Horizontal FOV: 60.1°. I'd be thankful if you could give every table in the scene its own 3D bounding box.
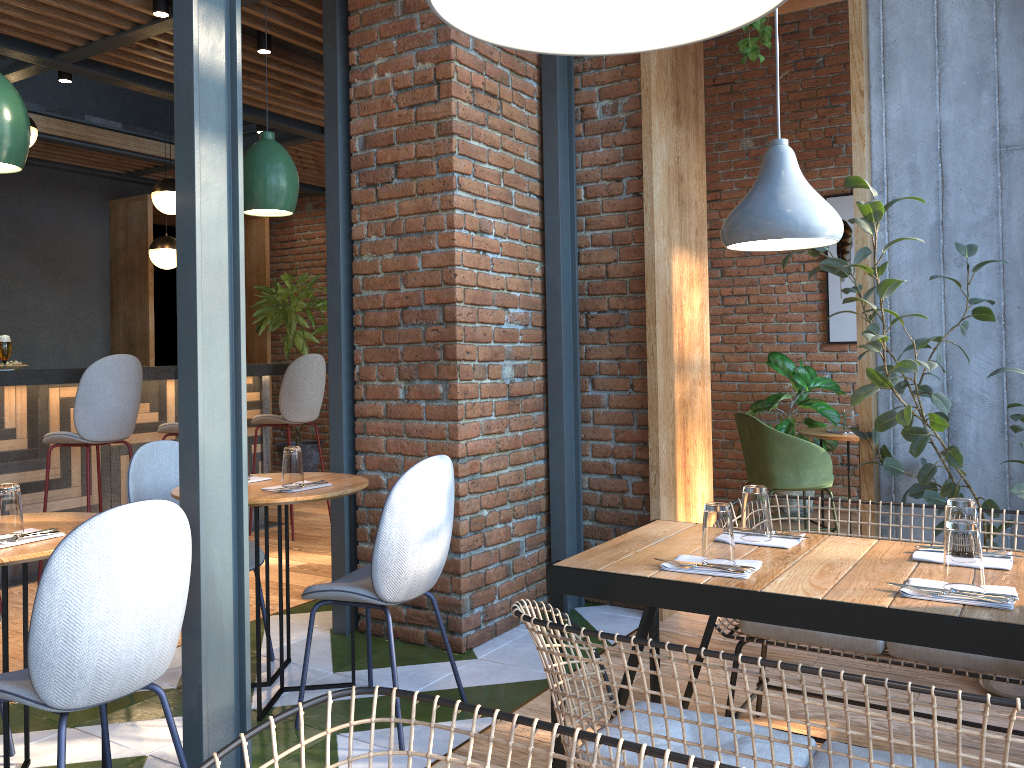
[{"bbox_3d":[-0.875,0.745,3.258,0.699,0.747,0.699,-1,0,-11],"label":"table"},{"bbox_3d":[2.215,0.641,5.516,0.807,0.687,0.807,-1,1,16],"label":"table"},{"bbox_3d":[-1.416,0.784,2.401,0.699,0.747,0.699,-1,0,-16],"label":"table"},{"bbox_3d":[0.801,0.774,2.052,1.271,0.706,0.658,0,1,32],"label":"table"}]

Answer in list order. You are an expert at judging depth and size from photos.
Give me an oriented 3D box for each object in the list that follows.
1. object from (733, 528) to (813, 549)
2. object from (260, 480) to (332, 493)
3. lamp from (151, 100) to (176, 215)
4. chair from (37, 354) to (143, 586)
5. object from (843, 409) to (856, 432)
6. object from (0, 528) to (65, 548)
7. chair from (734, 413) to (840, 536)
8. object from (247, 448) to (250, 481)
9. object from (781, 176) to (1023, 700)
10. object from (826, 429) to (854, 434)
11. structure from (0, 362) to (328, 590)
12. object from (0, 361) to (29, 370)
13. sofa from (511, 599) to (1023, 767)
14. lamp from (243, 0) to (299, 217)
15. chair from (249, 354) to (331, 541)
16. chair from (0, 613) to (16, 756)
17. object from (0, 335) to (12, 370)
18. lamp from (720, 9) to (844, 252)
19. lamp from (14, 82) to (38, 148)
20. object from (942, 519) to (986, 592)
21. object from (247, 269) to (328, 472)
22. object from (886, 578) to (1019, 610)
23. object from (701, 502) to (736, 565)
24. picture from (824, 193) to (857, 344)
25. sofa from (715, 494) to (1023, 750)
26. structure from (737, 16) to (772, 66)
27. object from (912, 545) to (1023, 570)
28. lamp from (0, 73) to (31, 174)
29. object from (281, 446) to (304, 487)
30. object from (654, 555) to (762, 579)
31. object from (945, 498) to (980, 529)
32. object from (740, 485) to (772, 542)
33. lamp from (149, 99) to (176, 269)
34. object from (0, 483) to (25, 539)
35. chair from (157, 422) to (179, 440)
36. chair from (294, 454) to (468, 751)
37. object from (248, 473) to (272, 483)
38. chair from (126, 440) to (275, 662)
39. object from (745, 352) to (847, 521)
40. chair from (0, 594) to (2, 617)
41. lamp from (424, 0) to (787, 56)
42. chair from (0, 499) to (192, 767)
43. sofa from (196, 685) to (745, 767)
[{"bbox_3d":[0.666,0.404,2.346,0.242,0.019,0.157,0,2,36],"label":"object"},{"bbox_3d":[-0.778,0.363,3.168,0.157,0.019,0.243,0,2,36],"label":"object"},{"bbox_3d":[-2.568,-3.155,6.608,0.268,3.797,0.268,-2,-1,42],"label":"lamp"},{"bbox_3d":[-2.297,0.460,4.864,0.507,1.244,0.418,-1,-1,28],"label":"chair"},{"bbox_3d":[2.088,0.225,5.481,0.080,0.138,0.080,-1,0,-37],"label":"object"},{"bbox_3d":[-1.319,0.402,2.319,0.157,0.019,0.243,0,2,29],"label":"object"},{"bbox_3d":[1.678,0.587,5.474,0.515,0.819,0.638,-1,0,-4],"label":"chair"},{"bbox_3d":[-1.032,0.296,3.350,0.080,0.138,0.080,-1,0,-21],"label":"object"},{"bbox_3d":[1.580,0.185,3.119,1.063,1.774,1.017,-1,0,1],"label":"object"},{"bbox_3d":[2.063,0.291,5.496,0.157,0.019,0.243,-1,2,-10],"label":"object"},{"bbox_3d":[-3.762,0.409,5.281,2.915,1.397,4.922,0,2,32],"label":"structure"},{"bbox_3d":[-2.754,-0.098,4.709,0.164,0.052,0.292,0,2,41],"label":"object"},{"bbox_3d":[0.503,0.782,1.581,1.091,0.733,0.470,0,0,32],"label":"sofa"},{"bbox_3d":[-0.921,-1.643,3.294,0.223,2.023,0.224,-2,-1,36],"label":"lamp"},{"bbox_3d":[-1.548,0.413,6.163,0.507,1.244,0.418,-1,-1,32],"label":"chair"},{"bbox_3d":[-1.815,0.713,2.657,0.507,0.888,0.418,-1,0,28],"label":"chair"},{"bbox_3d":[-2.649,-0.166,4.624,0.070,0.183,0.070,-1,-1,-37],"label":"object"},{"bbox_3d":[0.763,-2.661,2.686,0.352,4.493,0.353,-2,-1,37],"label":"lamp"},{"bbox_3d":[-3.426,-3.493,6.077,0.268,3.797,0.268,-2,-1,38],"label":"lamp"},{"bbox_3d":[0.925,0.351,1.815,0.080,0.138,0.080,-1,0,15],"label":"object"},{"bbox_3d":[-2.012,-0.082,8.494,1.515,2.098,1.083,-1,0,38],"label":"object"},{"bbox_3d":[0.896,0.418,1.806,0.242,0.019,0.157,0,2,32],"label":"object"},{"bbox_3d":[0.483,0.350,2.079,0.080,0.138,0.080,-1,0,-8],"label":"object"},{"bbox_3d":[2.616,-0.838,6.324,0.725,1.095,0.023,-1,-1,32],"label":"picture"},{"bbox_3d":[1.106,0.739,2.536,1.091,0.733,0.470,0,0,32],"label":"sofa"},{"bbox_3d":[0.779,-1.762,3.568,0.513,0.969,0.664,-1,0,24],"label":"structure"},{"bbox_3d":[1.075,0.405,2.088,0.242,0.019,0.157,0,2,33],"label":"object"},{"bbox_3d":[-1.461,-1.604,2.438,0.223,2.023,0.224,-2,-1,36],"label":"lamp"},{"bbox_3d":[-0.791,0.297,3.193,0.080,0.138,0.080,-1,0,19],"label":"object"},{"bbox_3d":[0.455,0.417,2.067,0.242,0.019,0.157,0,2,29],"label":"object"},{"bbox_3d":[1.055,0.340,2.074,0.080,0.138,0.080,-1,0,6],"label":"object"},{"bbox_3d":[0.642,0.339,2.335,0.080,0.138,0.080,-1,0,-41],"label":"object"},{"bbox_3d":[-2.834,-2.827,7.208,0.268,3.797,0.268,0,-1,-37],"label":"lamp"},{"bbox_3d":[-1.335,0.335,2.342,0.080,0.138,0.080,-1,0,42],"label":"object"},{"bbox_3d":[-1.951,0.441,5.550,0.507,1.244,0.418,-1,-1,30],"label":"chair"},{"bbox_3d":[-0.447,0.676,2.986,0.507,0.888,0.418,-1,0,28],"label":"chair"},{"bbox_3d":[-1.037,0.361,3.379,0.157,0.019,0.243,0,2,36],"label":"object"},{"bbox_3d":[-1.236,0.674,3.490,0.507,0.888,0.418,-1,0,33],"label":"chair"},{"bbox_3d":[1.998,0.364,6.311,0.633,1.197,0.714,-1,0,-7],"label":"object"},{"bbox_3d":[-2.739,0.500,4.240,0.507,1.244,0.418,-2,-1,43],"label":"chair"},{"bbox_3d":[0.043,-2.585,0.803,0.353,4.493,0.352,0,-1,-42],"label":"lamp"},{"bbox_3d":[-1.056,0.715,2.173,0.507,0.888,0.418,-1,0,33],"label":"chair"},{"bbox_3d":[0.061,0.814,0.880,1.091,0.733,0.470,0,0,32],"label":"sofa"}]
